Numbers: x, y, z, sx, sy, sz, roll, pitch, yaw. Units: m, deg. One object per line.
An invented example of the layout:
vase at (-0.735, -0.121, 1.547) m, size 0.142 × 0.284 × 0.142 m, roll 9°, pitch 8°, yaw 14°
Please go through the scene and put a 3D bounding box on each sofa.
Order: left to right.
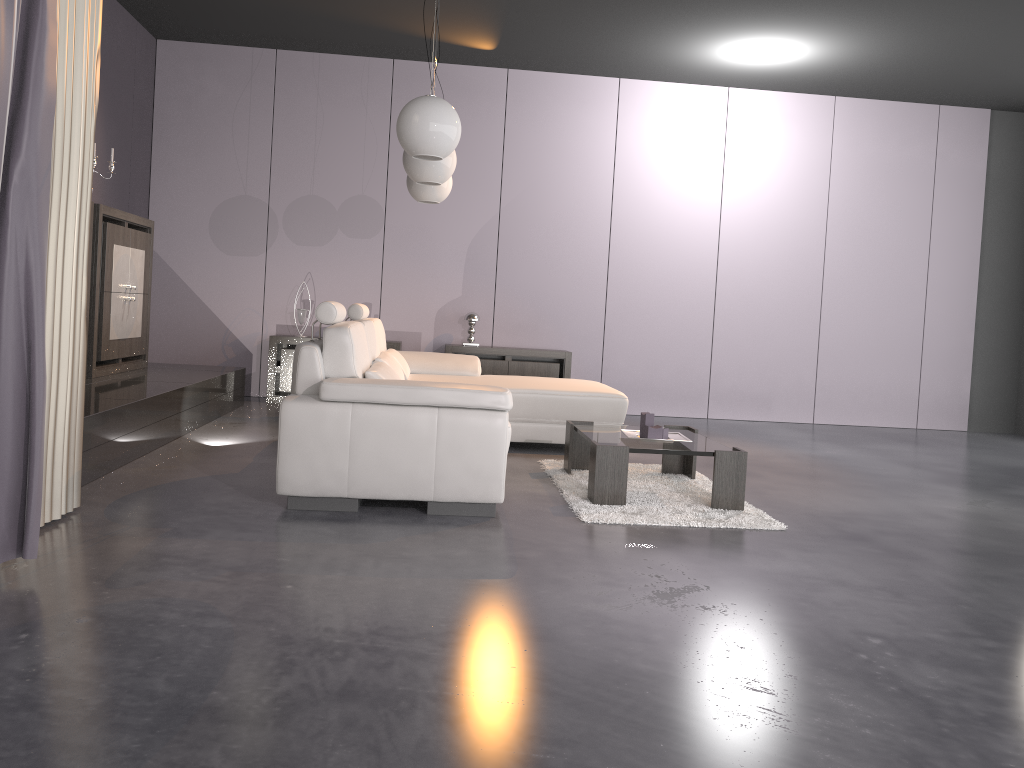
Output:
sofa at (-0.149, 0.011, 5.053) m, size 1.868 × 0.857 × 2.869 m, roll 3°, pitch 4°, yaw -5°

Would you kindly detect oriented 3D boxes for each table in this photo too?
table at (0.680, 0.390, 4.461) m, size 0.700 × 0.270 × 0.907 m, roll 3°, pitch 4°, yaw -5°

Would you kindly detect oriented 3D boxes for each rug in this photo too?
rug at (0.664, 0.528, 4.450) m, size 0.916 × 0.023 × 1.530 m, roll 3°, pitch 4°, yaw -5°

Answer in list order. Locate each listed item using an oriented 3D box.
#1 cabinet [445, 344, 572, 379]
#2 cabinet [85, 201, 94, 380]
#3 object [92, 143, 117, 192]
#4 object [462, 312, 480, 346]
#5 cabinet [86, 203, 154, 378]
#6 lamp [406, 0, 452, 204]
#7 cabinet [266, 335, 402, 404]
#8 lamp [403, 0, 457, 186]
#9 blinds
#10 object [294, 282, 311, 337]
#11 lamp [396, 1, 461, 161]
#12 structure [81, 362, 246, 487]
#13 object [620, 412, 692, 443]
cabinet at (-0.055, -0.034, 7.644) m, size 1.072 × 0.554 × 0.378 m, roll 3°, pitch 3°, yaw -5°
cabinet at (-2.655, -0.524, 4.801) m, size 0.411 × 1.073 × 1.075 m, roll 3°, pitch 3°, yaw -5°
object at (-2.706, -1.359, 5.688) m, size 0.229 × 0.445 × 0.230 m, roll 4°, pitch 2°, yaw 12°
object at (-0.348, -0.476, 7.630) m, size 0.140 × 0.284 × 0.140 m, roll 3°, pitch 2°, yaw -5°
cabinet at (-2.759, -0.622, 5.960) m, size 0.411 × 1.073 × 1.075 m, roll 3°, pitch 3°, yaw -5°
lamp at (-0.519, -1.920, 5.912) m, size 0.306 × 1.413 × 0.307 m, roll 3°, pitch 2°, yaw -2°
cabinet at (-1.493, -0.108, 7.512) m, size 1.072 × 0.554 × 0.378 m, roll 3°, pitch 3°, yaw -5°
lamp at (-0.435, -1.846, 5.026) m, size 0.306 × 1.413 × 0.307 m, roll 3°, pitch 2°, yaw -2°
blinds at (-1.376, -0.915, 2.243) m, size 0.248 × 2.991 × 3.296 m, roll 3°, pitch 3°, yaw -5°
object at (-1.767, -0.631, 7.467) m, size 0.123 × 0.465 × 0.108 m, roll 3°, pitch 2°, yaw -4°
lamp at (-0.360, -1.775, 4.174) m, size 0.307 × 1.413 × 0.307 m, roll 2°, pitch 2°, yaw -38°
structure at (-2.236, 0.357, 2.659) m, size 1.000 × 0.300 × 8.795 m, roll 3°, pitch 4°, yaw -5°
object at (0.703, 0.207, 4.340) m, size 0.304 × 0.136 × 0.305 m, roll 3°, pitch 4°, yaw -1°
